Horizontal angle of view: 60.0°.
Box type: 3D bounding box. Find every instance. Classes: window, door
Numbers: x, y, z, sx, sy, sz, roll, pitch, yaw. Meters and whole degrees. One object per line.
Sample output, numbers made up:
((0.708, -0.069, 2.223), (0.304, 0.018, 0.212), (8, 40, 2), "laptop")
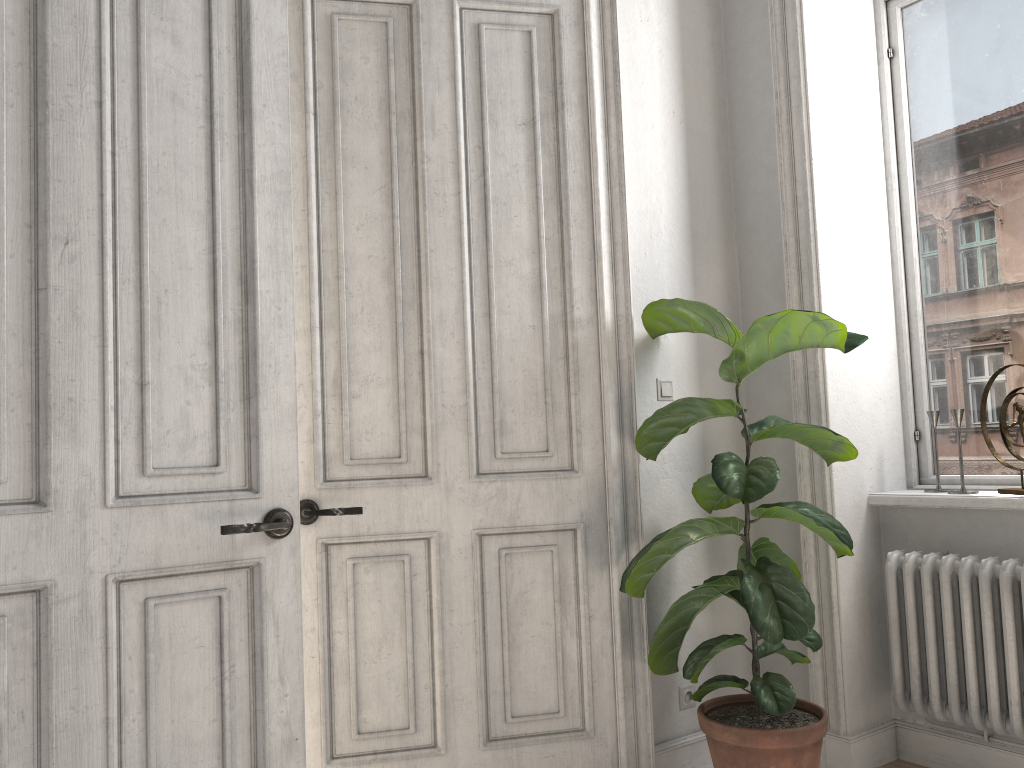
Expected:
((1.998, -1.137, 2.763), (0.013, 2.841, 1.623), (0, -5, -36), "window")
((-1.043, -0.058, 2.096), (1.097, 2.812, 0.216), (0, -5, -34), "door")
((-0.196, -0.032, 2.908), (1.097, 2.812, 0.216), (-2, -4, -11), "door")

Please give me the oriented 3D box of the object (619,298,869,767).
((2.030, 0.198, 0.613), (0.792, 1.841, 5.830), (0, -5, -31), "object")

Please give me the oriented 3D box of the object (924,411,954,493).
((1.514, 0.240, 3.165), (0.095, 0.288, 0.095), (-2, -4, -4), "object")

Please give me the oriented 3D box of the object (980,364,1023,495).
((1.659, 0.147, 2.899), (0.087, 0.425, 0.348), (-2, -4, -3), "object")

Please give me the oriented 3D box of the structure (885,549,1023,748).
((2.713, -1.114, 1.067), (0.340, 4.471, 5.184), (0, -5, -36), "structure")

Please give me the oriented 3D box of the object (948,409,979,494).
((1.535, 0.230, 3.036), (0.095, 0.288, 0.095), (-1, -4, -13), "object")
